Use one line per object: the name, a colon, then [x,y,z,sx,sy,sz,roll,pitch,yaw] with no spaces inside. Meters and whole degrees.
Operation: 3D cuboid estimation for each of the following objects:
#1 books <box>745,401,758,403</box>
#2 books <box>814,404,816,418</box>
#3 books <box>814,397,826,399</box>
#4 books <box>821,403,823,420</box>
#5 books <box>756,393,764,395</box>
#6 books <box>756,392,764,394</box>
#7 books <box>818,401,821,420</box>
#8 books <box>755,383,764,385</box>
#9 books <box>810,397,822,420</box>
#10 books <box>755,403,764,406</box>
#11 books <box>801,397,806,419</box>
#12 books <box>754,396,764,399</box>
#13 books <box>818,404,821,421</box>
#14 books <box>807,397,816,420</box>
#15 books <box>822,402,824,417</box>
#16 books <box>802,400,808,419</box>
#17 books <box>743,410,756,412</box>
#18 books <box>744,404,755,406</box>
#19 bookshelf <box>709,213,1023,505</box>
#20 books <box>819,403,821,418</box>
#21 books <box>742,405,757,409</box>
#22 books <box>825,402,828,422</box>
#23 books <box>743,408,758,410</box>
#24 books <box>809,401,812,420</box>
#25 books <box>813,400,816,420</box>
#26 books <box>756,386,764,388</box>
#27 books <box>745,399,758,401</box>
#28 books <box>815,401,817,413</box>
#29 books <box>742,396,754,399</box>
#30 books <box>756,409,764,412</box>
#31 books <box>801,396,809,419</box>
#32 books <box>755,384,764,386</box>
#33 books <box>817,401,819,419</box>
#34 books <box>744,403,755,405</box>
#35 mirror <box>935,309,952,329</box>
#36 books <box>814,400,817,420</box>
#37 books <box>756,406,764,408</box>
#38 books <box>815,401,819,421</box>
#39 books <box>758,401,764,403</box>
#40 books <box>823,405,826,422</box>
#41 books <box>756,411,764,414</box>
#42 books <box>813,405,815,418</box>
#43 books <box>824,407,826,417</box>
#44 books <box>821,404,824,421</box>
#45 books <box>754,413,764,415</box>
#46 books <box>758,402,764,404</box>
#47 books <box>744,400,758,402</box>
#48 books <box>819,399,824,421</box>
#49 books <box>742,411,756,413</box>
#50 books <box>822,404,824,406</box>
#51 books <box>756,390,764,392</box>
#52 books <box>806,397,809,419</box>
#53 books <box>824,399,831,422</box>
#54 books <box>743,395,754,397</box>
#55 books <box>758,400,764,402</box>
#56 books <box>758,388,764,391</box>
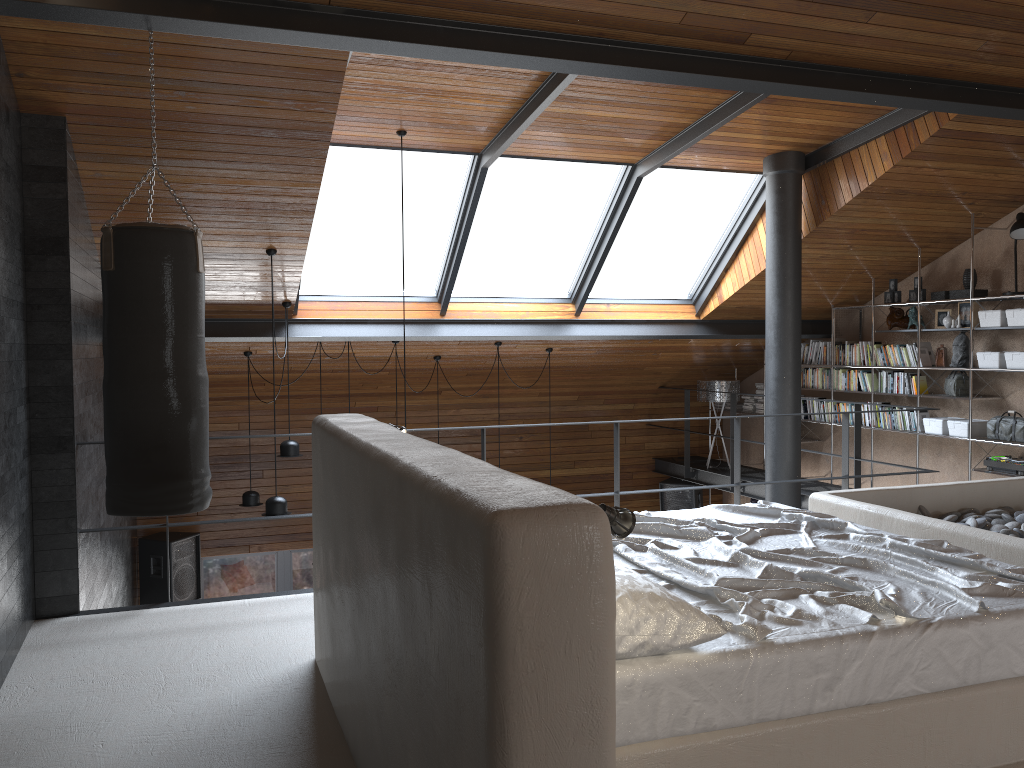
books: [2.875,0.212,10.418,0.213,0.017,0.167,-2,3,-25]
books: [3.220,0.279,9.274,0.127,0.200,0.046,-1,2,-20]
books: [3.256,0.260,9.331,0.148,0.233,0.053,-1,2,-20]
books: [3.251,0.291,9.162,0.117,0.182,0.044,-1,2,-20]
books: [2.928,0.110,10.149,0.201,0.012,0.161,-1,2,-20]
books: [2.925,0.095,10.138,0.208,0.017,0.167,-1,2,-20]
books: [3.265,0.268,9.218,0.177,0.217,0.046,-1,2,-20]
books: [2.938,-0.002,10.154,0.228,0.016,0.182,-1,2,-20]
books: [3.215,0.259,9.354,0.148,0.233,0.053,-1,2,-20]
books: [2.940,0.235,10.134,0.258,0.028,0.180,-1,2,-14]
books: [3.157,0.256,9.452,0.148,0.233,0.053,-1,2,-20]
books: [2.940,0.155,10.131,0.288,0.025,0.175,-1,2,-14]
books: [3.234,0.295,9.208,0.119,0.171,0.044,-1,2,-20]
books: [3.198,0.258,9.399,0.148,0.233,0.053,-1,2,-20]
books: [3.255,0.284,9.145,0.111,0.197,0.043,-1,2,-20]
books: [3.161,0.271,9.435,0.148,0.206,0.053,-1,2,-20]
books: [2.864,0.311,10.416,0.234,0.016,0.182,-2,3,-25]
books: [2.873,0.245,10.404,0.234,0.016,0.182,-1,2,-15]
bookshelf: [4.443,0.739,6.073,0.421,6.219,10.739,-1,2,-20]
books: [3.248,0.279,9.198,0.125,0.206,0.055,-1,2,-20]
books: [2.861,0.267,10.417,0.240,0.028,0.180,-2,3,-30]
books: [3.267,0.287,9.092,0.111,0.197,0.043,-1,2,-20]
books: [2.864,0.292,10.420,0.222,0.021,0.174,-1,2,-20]
books: [3.221,0.275,9.384,0.139,0.201,0.057,-1,2,-20]
books: [3.245,0.274,9.338,0.149,0.205,0.049,-1,2,-20]
books: [2.935,0.033,10.143,0.216,0.021,0.174,-1,2,-20]
books: [2.875,0.184,10.428,0.208,0.013,0.161,-1,2,-15]
books: [3.244,0.270,9.261,0.171,0.218,0.047,-1,2,-20]
books: [2.860,0.156,10.412,0.268,0.025,0.176,-1,2,-20]
books: [2.943,0.303,10.138,0.239,0.021,0.174,-1,2,-14]
books: [3.137,0.253,9.508,0.143,0.235,0.055,-1,2,-20]
books: [2.936,0.014,10.143,0.228,0.016,0.182,-1,2,-20]
books: [3.234,0.280,9.224,0.127,0.200,0.046,-1,2,-20]
books: [2.872,0.229,10.403,0.234,0.016,0.182,-2,3,-30]
mirror: [3.786,-0.569,7.772,0.130,0.168,0.069,1,3,40]
books: [3.240,0.270,9.270,0.164,0.217,0.048,-1,2,-20]
books: [2.947,0.256,10.137,0.258,0.016,0.181,-1,2,-18]
books: [3.223,0.280,9.232,0.127,0.200,0.046,-1,2,-20]
books: [2.954,0.202,10.145,0.227,0.013,0.160,-1,2,-8]
books: [3.254,0.297,9.123,0.111,0.174,0.041,-1,2,-20]
books: [2.943,0.322,10.134,0.247,0.016,0.182,-1,2,-20]
books: [3.235,0.286,9.345,0.131,0.180,0.042,-1,2,-20]
books: [3.266,0.296,9.117,0.112,0.176,0.039,-1,2,-20]
books: [3.249,0.295,9.150,0.112,0.176,0.039,-1,2,-20]
books: [2.934,0.337,10.149,0.252,0.016,0.182,-1,2,-14]
books: [2.945,0.214,10.141,0.222,0.012,0.160,-2,3,-25]
books: [2.866,0.196,10.423,0.206,0.012,0.161,-2,3,-30]
books: [3.263,0.271,9.185,0.161,0.222,0.055,-1,2,-20]
books: [2.853,0.326,10.429,0.234,0.016,0.182,-1,2,-20]
books: [3.253,0.296,9.134,0.112,0.176,0.039,-1,2,-20]
books: [2.938,0.079,10.127,0.228,0.016,0.182,-1,2,-20]
books: [3.204,0.255,9.434,0.143,0.236,0.062,-1,2,-20]
books: [3.268,0.270,9.109,0.122,0.230,0.057,-1,2,-20]
books: [2.854,0.136,10.420,0.231,0.012,0.159,-1,2,-15]
books: [2.953,0.188,10.133,0.225,0.017,0.167,-1,2,-20]
books: [2.959,0.057,10.135,0.234,0.028,0.180,-1,2,-20]
